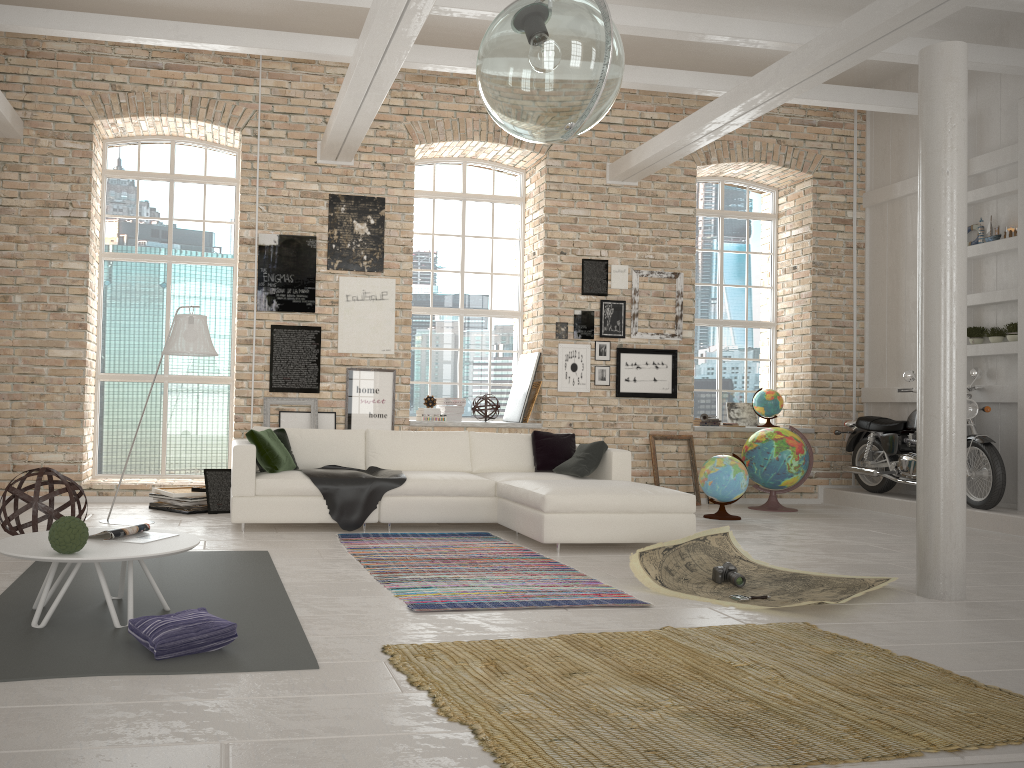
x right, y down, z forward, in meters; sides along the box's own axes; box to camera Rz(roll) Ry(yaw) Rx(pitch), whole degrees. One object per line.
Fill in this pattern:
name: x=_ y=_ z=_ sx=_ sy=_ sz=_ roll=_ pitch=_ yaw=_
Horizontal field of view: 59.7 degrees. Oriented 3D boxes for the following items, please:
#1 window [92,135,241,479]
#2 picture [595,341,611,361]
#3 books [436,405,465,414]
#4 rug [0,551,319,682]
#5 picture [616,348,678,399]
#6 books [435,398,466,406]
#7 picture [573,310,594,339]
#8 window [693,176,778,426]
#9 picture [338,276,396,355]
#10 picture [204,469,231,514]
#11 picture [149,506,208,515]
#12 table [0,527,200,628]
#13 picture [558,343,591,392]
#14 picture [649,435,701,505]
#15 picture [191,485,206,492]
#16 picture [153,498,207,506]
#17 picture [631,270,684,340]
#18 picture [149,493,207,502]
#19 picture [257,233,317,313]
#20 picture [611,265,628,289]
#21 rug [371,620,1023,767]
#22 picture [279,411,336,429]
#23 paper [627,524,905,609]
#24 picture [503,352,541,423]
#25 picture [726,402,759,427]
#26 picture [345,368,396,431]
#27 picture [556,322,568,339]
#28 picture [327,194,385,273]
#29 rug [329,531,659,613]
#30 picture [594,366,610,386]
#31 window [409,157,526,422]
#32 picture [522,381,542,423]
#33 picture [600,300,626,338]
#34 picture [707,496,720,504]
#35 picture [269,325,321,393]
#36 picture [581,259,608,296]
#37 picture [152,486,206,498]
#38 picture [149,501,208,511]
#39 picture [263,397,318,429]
window: x=-1.876 y=-0.932 z=3.944 sx=1.385 sy=3.655 sz=11.788 roll=2 pitch=-2 yaw=-18
picture: x=0.978 y=-0.356 z=9.623 sx=0.172 sy=0.213 sz=0.012 roll=1 pitch=-2 yaw=-11
books: x=-0.676 y=0.276 z=9.756 sx=0.228 sy=0.088 sz=0.330 roll=2 pitch=-2 yaw=-21
rug: x=-1.868 y=1.083 z=4.540 sx=1.391 sy=0.041 sz=2.805 roll=2 pitch=-2 yaw=-18
picture: x=1.464 y=-0.116 z=9.700 sx=0.696 sy=0.535 sz=0.032 roll=1 pitch=-2 yaw=-11
books: x=-0.681 y=0.191 z=9.750 sx=0.286 sy=0.085 sz=0.243 roll=2 pitch=-2 yaw=-33
picture: x=0.774 y=-0.637 z=9.589 sx=0.224 sy=0.306 sz=0.015 roll=1 pitch=-2 yaw=-11
window: x=4.275 y=-1.099 z=5.107 sx=1.385 sy=2.988 sz=11.788 roll=2 pitch=-2 yaw=-18
picture: x=-1.492 y=-0.702 z=9.161 sx=0.575 sy=0.784 sz=0.037 roll=1 pitch=-2 yaw=-11
picture: x=-2.621 y=0.975 z=8.089 sx=0.310 sy=0.404 sz=0.204 roll=2 pitch=-2 yaw=-35
picture: x=-2.896 y=1.147 z=8.340 sx=0.627 sy=0.048 sz=0.733 roll=0 pitch=-2 yaw=36
table: x=-1.917 y=0.901 z=4.139 sx=0.915 sy=0.342 sz=0.907 roll=1 pitch=-2 yaw=0
picture: x=0.667 y=-0.172 z=9.554 sx=0.357 sy=0.514 sz=0.013 roll=1 pitch=-2 yaw=-11
picture: x=1.761 y=0.927 z=9.630 sx=0.493 sy=0.748 sz=0.228 roll=1 pitch=-2 yaw=-12
picture: x=-2.790 y=0.978 z=8.382 sx=0.300 sy=0.048 sz=0.373 roll=1 pitch=-2 yaw=13
picture: x=-2.873 y=1.073 z=8.362 sx=0.730 sy=0.048 sz=0.628 roll=3 pitch=-2 yaw=-44
picture: x=1.586 y=-0.860 z=9.740 sx=0.589 sy=0.749 sz=0.026 roll=1 pitch=-2 yaw=-10
picture: x=-2.900 y=1.033 z=8.362 sx=0.626 sy=0.048 sz=0.733 roll=0 pitch=-2 yaw=33
picture: x=-2.279 y=-1.120 z=9.029 sx=0.576 sy=0.785 sz=0.037 roll=1 pitch=-2 yaw=-11
picture: x=1.168 y=-1.162 z=9.678 sx=0.189 sy=0.259 sz=0.012 roll=1 pitch=-2 yaw=-11
rug: x=0.725 y=1.102 z=3.298 sx=2.115 sy=0.021 sz=1.598 roll=2 pitch=-2 yaw=-19
picture: x=-2.055 y=0.561 z=8.958 sx=0.561 sy=0.568 sz=0.151 roll=1 pitch=-2 yaw=-11
paper: x=1.497 y=1.043 z=5.144 sx=1.134 sy=0.265 sz=1.367 roll=0 pitch=-2 yaw=40
picture: x=0.108 y=0.043 z=9.766 sx=0.238 sy=0.764 sz=0.606 roll=2 pitch=-2 yaw=-17
picture: x=2.746 y=0.368 z=10.619 sx=0.383 sy=0.292 sz=0.069 roll=1 pitch=-2 yaw=-11
picture: x=-1.454 y=0.218 z=9.146 sx=0.506 sy=0.756 sz=0.012 roll=1 pitch=-2 yaw=-11
picture: x=0.533 y=-0.571 z=9.543 sx=0.132 sy=0.178 sz=0.008 roll=1 pitch=-2 yaw=-5
picture: x=-1.604 y=-1.549 z=9.181 sx=0.574 sy=0.783 sz=0.037 roll=1 pitch=-2 yaw=-11
rug: x=-0.323 y=1.152 z=5.705 sx=1.362 sy=0.008 sz=2.770 roll=2 pitch=-2 yaw=-18
picture: x=0.973 y=-0.088 z=9.615 sx=0.172 sy=0.213 sz=0.012 roll=1 pitch=-2 yaw=-11
window: x=1.217 y=-1.182 z=4.533 sx=1.385 sy=2.988 sz=11.788 roll=2 pitch=-2 yaw=-18
picture: x=0.185 y=0.199 z=9.614 sx=0.167 sy=0.460 sz=0.374 roll=2 pitch=-2 yaw=-17
picture: x=1.092 y=-0.702 z=9.644 sx=0.285 sy=0.409 sz=0.010 roll=1 pitch=-2 yaw=-11
picture: x=2.264 y=1.144 z=9.801 sx=0.261 sy=0.351 sz=0.098 roll=1 pitch=-2 yaw=-12
picture: x=-2.197 y=-0.251 z=9.038 sx=0.498 sy=0.681 sz=0.066 roll=1 pitch=-2 yaw=-11
picture: x=0.896 y=-1.149 z=9.622 sx=0.288 sy=0.394 sz=0.019 roll=1 pitch=-2 yaw=-11
picture: x=-2.890 y=0.996 z=8.336 sx=0.733 sy=0.048 sz=0.626 roll=2 pitch=-2 yaw=-37
picture: x=-2.914 y=1.110 z=8.372 sx=0.617 sy=0.048 sz=0.744 roll=1 pitch=-2 yaw=21
picture: x=-2.199 y=0.426 z=8.865 sx=0.530 sy=0.582 sz=0.291 roll=1 pitch=-2 yaw=-12
